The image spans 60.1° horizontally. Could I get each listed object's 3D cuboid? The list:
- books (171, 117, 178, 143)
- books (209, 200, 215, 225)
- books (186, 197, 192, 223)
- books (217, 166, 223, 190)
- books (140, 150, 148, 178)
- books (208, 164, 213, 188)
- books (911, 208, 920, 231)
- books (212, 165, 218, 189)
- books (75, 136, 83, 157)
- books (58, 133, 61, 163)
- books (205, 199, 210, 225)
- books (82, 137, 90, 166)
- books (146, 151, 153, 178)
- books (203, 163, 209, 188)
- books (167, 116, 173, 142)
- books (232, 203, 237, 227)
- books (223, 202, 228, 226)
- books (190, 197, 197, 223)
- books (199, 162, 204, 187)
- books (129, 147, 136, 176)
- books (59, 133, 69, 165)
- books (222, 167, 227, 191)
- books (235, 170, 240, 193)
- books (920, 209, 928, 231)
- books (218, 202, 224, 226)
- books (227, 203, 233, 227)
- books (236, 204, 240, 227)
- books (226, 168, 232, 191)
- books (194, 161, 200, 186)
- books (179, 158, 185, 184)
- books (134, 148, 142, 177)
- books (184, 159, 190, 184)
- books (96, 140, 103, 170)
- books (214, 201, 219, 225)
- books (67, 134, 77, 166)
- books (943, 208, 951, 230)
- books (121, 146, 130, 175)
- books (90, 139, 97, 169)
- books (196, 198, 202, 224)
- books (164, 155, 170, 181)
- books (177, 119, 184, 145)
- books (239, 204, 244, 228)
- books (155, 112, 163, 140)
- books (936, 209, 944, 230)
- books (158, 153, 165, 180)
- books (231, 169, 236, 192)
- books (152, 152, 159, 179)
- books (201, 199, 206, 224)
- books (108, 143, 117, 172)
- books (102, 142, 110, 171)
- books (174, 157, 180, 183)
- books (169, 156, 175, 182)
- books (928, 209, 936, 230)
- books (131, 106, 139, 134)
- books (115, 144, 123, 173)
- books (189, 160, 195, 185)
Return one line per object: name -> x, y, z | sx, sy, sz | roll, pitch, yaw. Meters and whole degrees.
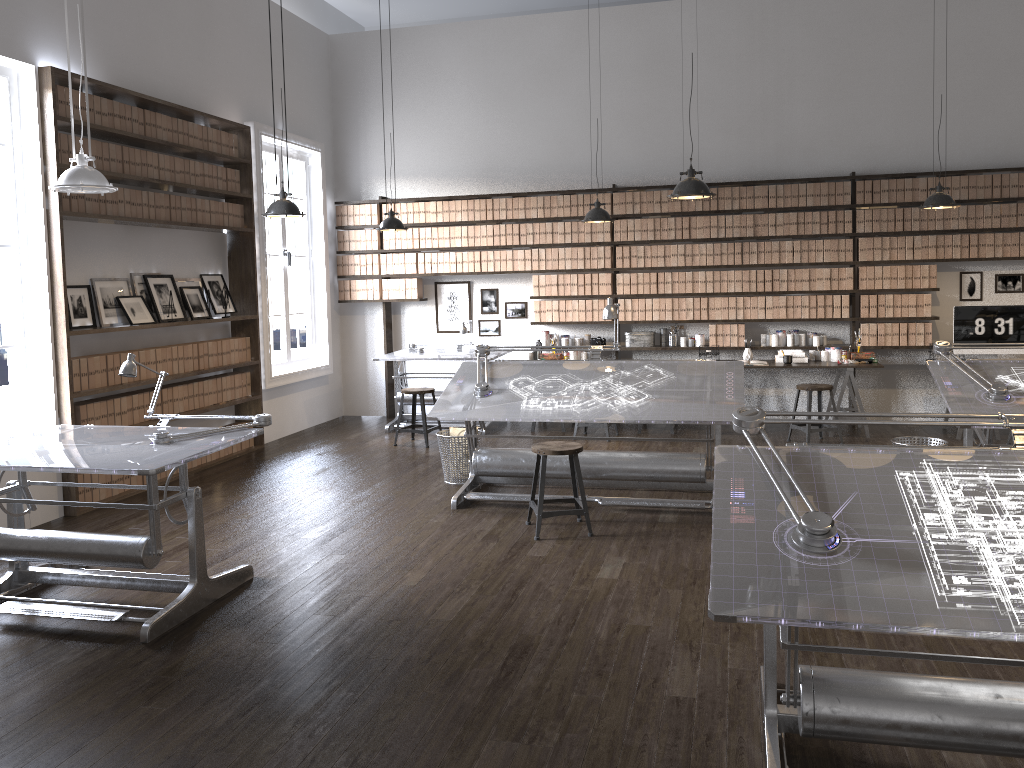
books -> -2.828, -2.058, 7.238 | 0.174, 0.225, 0.067 | 0, 4, 14
books -> -2.692, -1.488, 7.739 | 0.174, 0.225, 0.067 | 0, 4, 14
books -> -2.780, -1.447, 7.411 | 0.174, 0.225, 0.067 | 0, 4, 14
books -> -2.666, -1.815, 7.856 | 0.174, 0.225, 0.067 | 0, 4, 14
books -> -2.918, -1.690, 6.847 | 0.174, 0.225, 0.067 | 0, 4, 14
books -> -2.704, -1.798, 7.720 | 0.174, 0.225, 0.067 | 0, 4, 14
books -> 3.856, -1.573, 8.491 | 0.067, 0.225, 0.175 | 0, 5, 14
books -> -2.687, -1.807, 7.789 | 0.174, 0.225, 0.067 | 0, 4, 14
books -> -3.089, -1.608, 6.183 | 0.174, 0.225, 0.067 | 0, 4, 14
books -> -3.145, -1.582, 5.978 | 0.174, 0.225, 0.067 | 0, 4, 14
books -> -2.711, -1.479, 7.670 | 0.174, 0.225, 0.067 | 0, 4, 14
books -> -3.076, -1.615, 6.244 | 0.174, 0.225, 0.067 | 0, 4, 14
books -> -2.901, -1.699, 6.918 | 0.174, 0.225, 0.067 | 0, 4, 14
books -> -2.715, -1.790, 7.654 | 0.174, 0.225, 0.067 | 0, 4, 14
books -> -2.847, -2.049, 7.171 | 0.174, 0.225, 0.067 | 0, 4, 14
books -> -2.605, -1.530, 8.076 | 0.174, 0.225, 0.067 | 0, 4, 14
books -> -2.642, -1.513, 7.943 | 0.174, 0.225, 0.067 | 0, 4, 14
books -> -2.762, -1.456, 7.480 | 0.174, 0.225, 0.067 | 0, 4, 14
books -> -2.736, -1.782, 7.590 | 0.174, 0.225, 0.067 | 0, 4, 14
books -> -2.956, -1.675, 6.725 | 0.174, 0.225, 0.067 | 0, 4, 14
books -> -3.126, -1.591, 6.046 | 0.174, 0.225, 0.067 | 0, 4, 14
books -> -2.653, -1.824, 7.926 | 0.174, 0.225, 0.067 | 0, 4, 14
books -> -2.596, -1.851, 8.143 | 0.174, 0.225, 0.067 | 0, 4, 14
books -> 3.926, -1.573, 8.478 | 0.067, 0.225, 0.175 | 0, 5, 14
books -> -2.663, -1.505, 7.876 | 0.174, 0.225, 0.067 | 0, 4, 14
books -> -2.621, -1.522, 8.012 | 0.174, 0.225, 0.067 | 0, 4, 14
books -> -2.594, -1.537, 8.138 | 0.174, 0.225, 0.067 | 0, 4, 14
books -> -2.629, -1.833, 7.997 | 0.174, 0.225, 0.067 | 0, 4, 14
books -> -2.750, -1.774, 7.529 | 0.174, 0.225, 0.067 | 0, 4, 14
books -> -2.805, -1.749, 7.324 | 0.174, 0.225, 0.067 | 0, 4, 14
books -> -2.938, -1.683, 6.787 | 0.174, 0.225, 0.067 | 0, 4, 14
books -> -2.786, -1.757, 7.391 | 0.174, 0.225, 0.067 | 0, 4, 14
books -> -3.044, -1.631, 6.374 | 0.174, 0.225, 0.067 | 0, 4, 14
books -> -2.678, -1.496, 7.808 | 0.174, 0.225, 0.067 | 0, 4, 14
books -> -3.105, -1.599, 6.112 | 0.174, 0.225, 0.067 | 0, 4, 14
books -> 4.124, -1.572, 8.426 | 0.067, 0.225, 0.175 | 0, 5, 14
books -> -2.969, -1.666, 6.652 | 0.174, 0.225, 0.067 | 0, 4, 14
books -> -3.055, -1.623, 6.308 | 0.174, 0.225, 0.067 | 0, 4, 14
books -> -2.740, -1.464, 7.543 | 0.174, 0.225, 0.067 | 0, 4, 14
books -> -2.850, -1.725, 7.131 | 0.174, 0.225, 0.067 | 0, 4, 14
books -> -2.809, -2.067, 7.310 | 0.174, 0.225, 0.067 | 0, 4, 14
books -> -2.578, -1.546, 8.206 | 0.174, 0.225, 0.067 | 0, 4, 14
books -> -2.875, -2.032, 7.032 | 0.174, 0.225, 0.067 | 0, 4, 14
books -> 4.058, -1.571, 8.438 | 0.067, 0.225, 0.175 | 0, 5, 14
books -> -2.866, -1.716, 7.060 | 0.174, 0.225, 0.067 | 0, 4, 14
books -> -2.616, -1.841, 8.071 | 0.174, 0.225, 0.067 | 0, 4, 14
books -> -2.886, -1.708, 6.988 | 0.174, 0.225, 0.067 | 0, 4, 14
books -> -2.728, -1.472, 7.609 | 0.174, 0.225, 0.067 | 0, 4, 14
books -> -3.005, -1.648, 6.510 | 0.174, 0.225, 0.067 | 0, 4, 14
books -> -3.027, -1.640, 6.443 | 0.174, 0.225, 0.067 | 0, 4, 14
books -> -2.816, -1.741, 7.255 | 0.174, 0.225, 0.067 | 0, 4, 14
books -> -2.836, -1.733, 7.192 | 0.174, 0.225, 0.067 | 0, 4, 14
books -> 3.994, -1.573, 8.460 | 0.067, 0.225, 0.175 | 0, 5, 14
books -> -2.946, -1.998, 6.756 | 0.174, 0.225, 0.067 | 0, 4, 14
books -> -2.993, -1.657, 6.580 | 0.174, 0.225, 0.067 | 0, 4, 14
books -> -2.765, -1.766, 7.459 | 0.174, 0.225, 0.067 | 0, 4, 14
